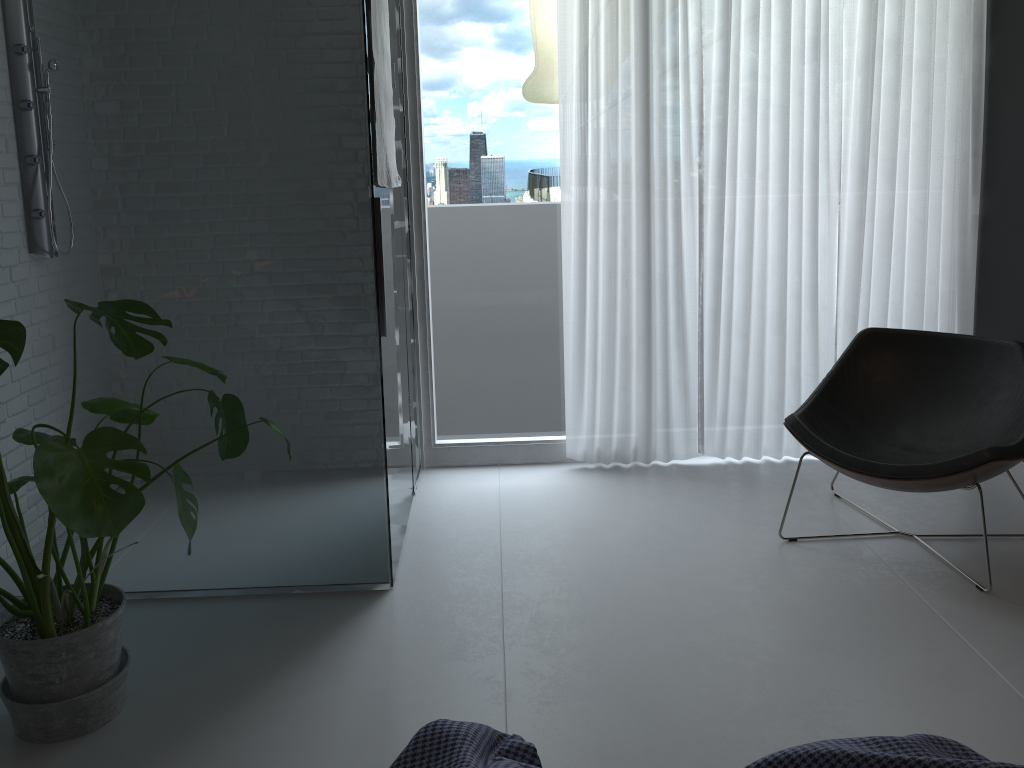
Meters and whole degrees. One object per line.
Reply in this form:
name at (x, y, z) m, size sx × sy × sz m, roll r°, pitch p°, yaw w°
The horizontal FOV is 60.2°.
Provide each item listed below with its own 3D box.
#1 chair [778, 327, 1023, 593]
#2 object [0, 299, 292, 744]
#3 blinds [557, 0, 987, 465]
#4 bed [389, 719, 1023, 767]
chair at (1.423, 0.207, 3.140) m, size 0.794 × 0.682 × 0.822 m, roll 8°, pitch 15°, yaw 41°
object at (-1.063, 0.314, 2.231) m, size 0.851 × 1.035 × 1.004 m, roll 2°, pitch 11°, yaw 17°
blinds at (1.130, -0.977, 3.836) m, size 1.852 × 2.663 × 0.138 m, roll -2°, pitch 9°, yaw -1°
bed at (-0.449, 0.232, 0.398) m, size 2.607 × 2.016 × 2.597 m, roll -2°, pitch 12°, yaw -1°
